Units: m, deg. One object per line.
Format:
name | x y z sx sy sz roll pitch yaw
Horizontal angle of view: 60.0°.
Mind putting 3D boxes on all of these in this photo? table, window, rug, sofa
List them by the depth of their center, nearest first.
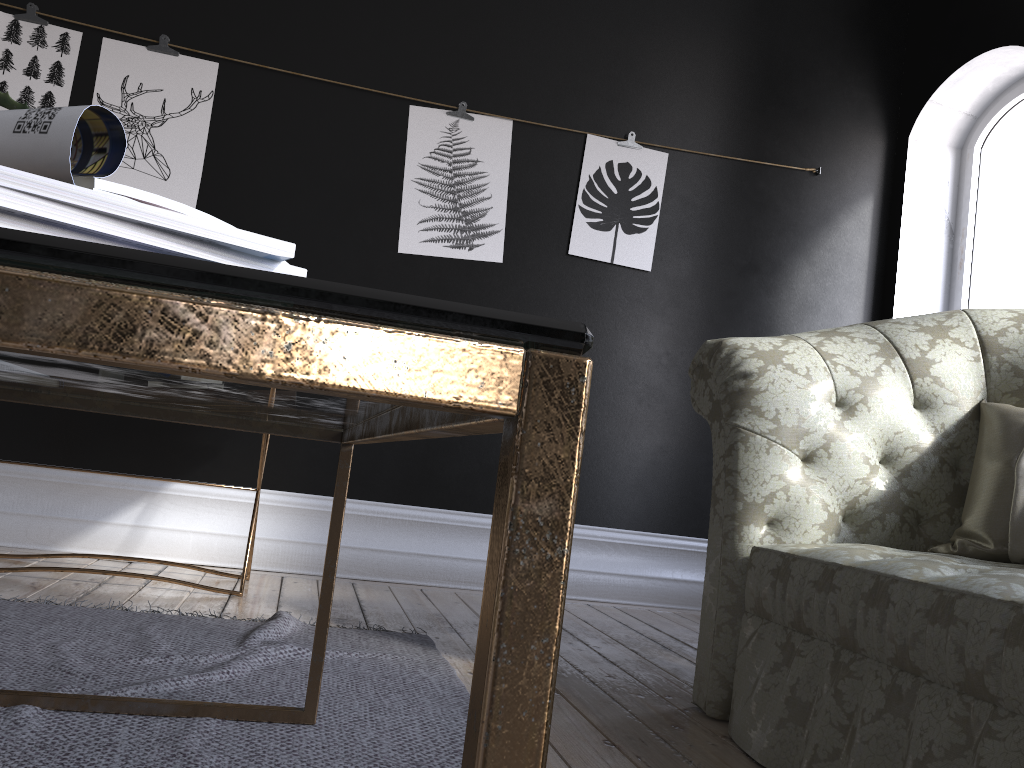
rug | -0.865 0.468 0.764 2.107 0.050 3.649 8 -6 -12
table | -0.697 0.229 0.864 1.093 0.557 1.450 8 -6 -13
sofa | 1.479 0.265 1.252 1.607 1.159 2.816 8 -6 -12
window | 2.320 -0.659 3.989 0.112 1.454 0.741 8 -5 -13

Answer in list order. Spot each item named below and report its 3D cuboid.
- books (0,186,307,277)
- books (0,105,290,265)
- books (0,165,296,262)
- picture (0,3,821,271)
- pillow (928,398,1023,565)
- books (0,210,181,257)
books | -0.340 -0.094 0.647 0.253 0.011 0.318 12 -8 -41
books | -0.363 -0.114 0.716 0.322 0.109 0.273 5 -6 22
books | -0.338 -0.106 0.639 0.253 0.011 0.318 11 -7 -36
picture | -0.700 -0.989 3.798 4.460 0.770 0.058 8 -5 -13
pillow | 1.312 0.202 1.713 0.529 0.415 1.106 8 -6 -13
books | -0.339 -0.082 0.665 0.253 0.011 0.318 12 -8 -41
